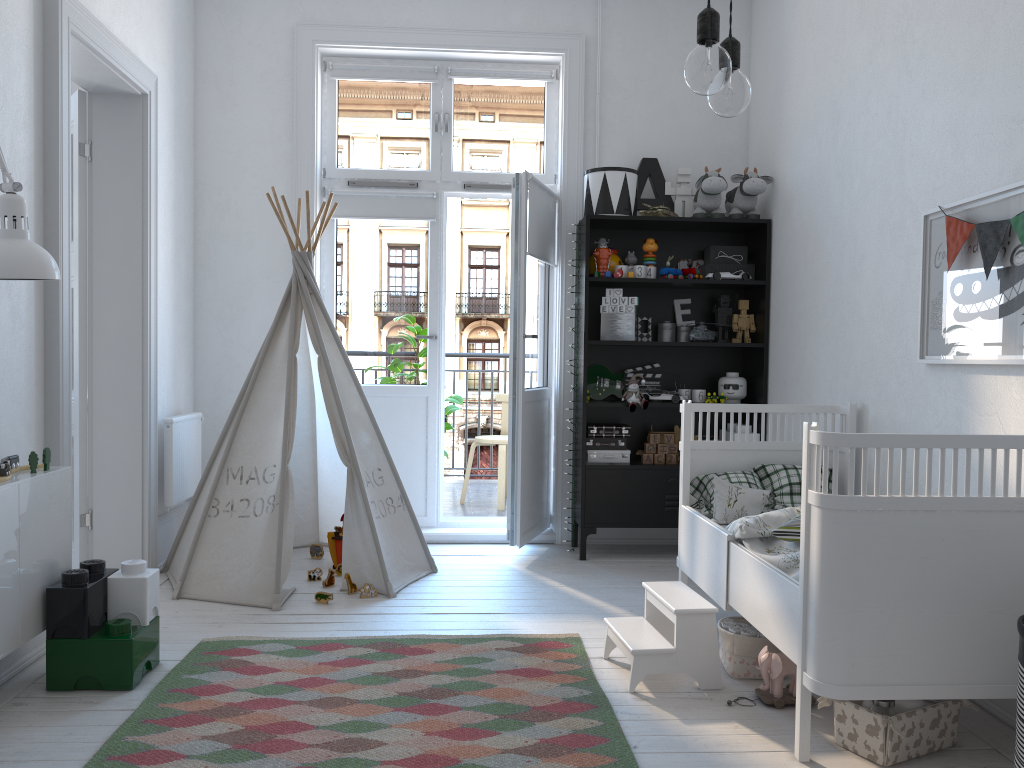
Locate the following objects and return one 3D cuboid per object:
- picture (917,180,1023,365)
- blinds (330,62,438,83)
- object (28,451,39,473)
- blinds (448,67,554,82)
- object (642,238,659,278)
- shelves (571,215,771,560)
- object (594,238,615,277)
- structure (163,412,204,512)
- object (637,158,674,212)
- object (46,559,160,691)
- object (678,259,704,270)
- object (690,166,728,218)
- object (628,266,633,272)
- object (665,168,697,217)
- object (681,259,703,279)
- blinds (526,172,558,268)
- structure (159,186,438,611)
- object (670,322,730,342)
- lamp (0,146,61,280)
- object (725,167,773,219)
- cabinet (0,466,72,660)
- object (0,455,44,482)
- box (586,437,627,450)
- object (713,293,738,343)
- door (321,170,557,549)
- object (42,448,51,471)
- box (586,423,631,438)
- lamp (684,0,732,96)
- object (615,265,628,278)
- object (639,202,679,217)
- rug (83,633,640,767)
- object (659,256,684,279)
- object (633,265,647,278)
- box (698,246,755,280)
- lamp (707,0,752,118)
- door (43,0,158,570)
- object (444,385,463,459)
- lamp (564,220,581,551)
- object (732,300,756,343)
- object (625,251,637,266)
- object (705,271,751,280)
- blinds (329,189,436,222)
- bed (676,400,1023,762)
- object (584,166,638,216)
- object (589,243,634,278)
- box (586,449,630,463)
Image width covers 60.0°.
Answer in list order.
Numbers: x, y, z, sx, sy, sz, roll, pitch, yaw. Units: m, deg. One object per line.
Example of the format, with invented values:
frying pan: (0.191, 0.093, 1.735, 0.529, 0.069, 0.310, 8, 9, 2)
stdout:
picture: (1.364, -0.302, 2.540, 0.030, 0.493, 0.703, 1, 2, -4)
blinds: (-0.675, -1.641, 4.677, 0.565, 0.087, 0.032, 1, 2, -4)
object: (-1.376, 0.225, 2.550, 0.007, 0.063, 0.029, 2, 2, 24)
blinds: (-0.055, -1.647, 4.716, 0.565, 0.060, 0.032, 1, 2, -4)
object: (0.687, -0.622, 4.414, 0.077, 0.213, 0.077, 2, 2, 30)
shelves: (0.788, 0.024, 4.491, 0.911, 1.678, 0.353, 1, 2, -4)
object: (0.455, -0.620, 4.376, 0.105, 0.203, 0.072, 1, 2, 4)
structure: (-1.554, 0.373, 4.252, 0.075, 0.460, 0.635, 1, 2, -7)
object: (0.707, -0.991, 4.588, 0.343, 0.344, 0.057, 1, 2, -4)
object: (-1.222, 0.711, 2.665, 0.246, 0.332, 0.246, 1, 2, -4)
object: (1.040, -0.584, 4.636, 0.347, 0.132, 0.037, 1, 2, -4)
object: (0.976, -0.932, 4.410, 0.154, 0.253, 0.370, 1, 2, 4)
object: (0.592, -0.550, 4.431, 0.067, 0.067, 0.067, 0, 2, -30)
object: (0.882, -0.960, 4.569, 0.190, 0.291, 0.065, 1, 2, 1)
object: (0.902, -0.576, 4.471, 0.087, 0.112, 0.122, 0, 2, -33)
blinds: (0.159, -0.813, 4.476, 0.032, 0.390, 0.565, 1, 2, 16)
structure: (-0.937, -0.016, 3.959, 1.143, 1.750, 1.143, 0, 2, -28)
object: (0.957, -0.260, 4.472, 0.368, 0.106, 0.349, 1, 2, -2)
lamp: (-1.362, -0.581, 2.037, 0.200, 0.656, 0.651, 2, 2, 30)
object: (1.128, -0.931, 4.424, 0.211, 0.253, 0.386, 0, 2, -20)
cabinet: (-1.416, 0.492, 2.239, 0.183, 0.454, 0.970, 1, 2, -4)
object: (-1.399, 0.241, 2.249, 0.111, 0.047, 0.902, 1, 2, -9)
box: (0.461, 0.298, 4.500, 0.215, 0.062, 0.179, 1, 2, -4)
object: (1.089, -0.336, 4.529, 0.117, 0.259, 0.081, 1, 2, -4)
door: (-0.388, -0.134, 4.522, 1.264, 1.839, 0.636, 1, 2, -2)
object: (-1.374, 0.221, 2.618, 0.009, 0.067, 0.054, 0, 2, -13)
box: (0.480, 0.237, 4.500, 0.215, 0.062, 0.179, 1, 2, -4)
lamp: (0.005, -1.241, 1.945, 0.074, 1.530, 1.381, 0, 2, -29)
object: (0.541, -0.550, 4.384, 0.067, 0.067, 0.067, 1, 2, -3)
object: (0.719, -0.864, 4.409, 0.121, 0.100, 0.338, 2, 2, 31)
rug: (-0.354, 0.904, 2.088, 1.320, 0.016, 2.028, 1, 2, -3)
object: (0.796, -0.576, 4.422, 0.121, 0.126, 0.087, 0, 2, -26)
object: (0.629, -0.548, 4.374, 0.067, 0.067, 0.067, 1, 2, -3)
box: (1.099, -0.607, 4.533, 0.251, 0.189, 0.179, 1, 2, -4)
lamp: (0.070, -1.244, 2.068, 0.074, 1.530, 1.381, 0, 2, -29)
door: (-1.719, -0.234, 3.600, 0.505, 2.178, 1.465, 0, 2, -19)
object: (-0.641, 0.163, 5.821, 0.720, 1.225, 0.489, 1, 2, 7)
lamp: (0.759, 0.018, 4.552, 0.985, 1.685, 0.095, 1, 2, -6)
object: (1.168, -0.314, 4.472, 0.114, 0.221, 0.052, 1, 2, -4)
object: (0.608, -0.599, 4.533, 0.063, 0.160, 0.063, 0, 2, -25)
object: (1.071, -0.533, 4.394, 0.230, 0.048, 0.098, 0, 2, -14)
blinds: (-0.686, -0.948, 4.702, 0.565, 0.158, 0.032, 1, 2, -4)
bed: (1.001, 0.497, 2.770, 0.670, 0.833, 1.403, 1, 2, -4)
object: (0.520, -0.949, 4.503, 0.272, 0.259, 0.395, 2, 2, 25)
object: (0.484, -0.617, 4.449, 0.197, 0.197, 0.318, 1, 2, -7)
box: (0.479, 0.360, 4.503, 0.215, 0.062, 0.179, 1, 2, -4)
